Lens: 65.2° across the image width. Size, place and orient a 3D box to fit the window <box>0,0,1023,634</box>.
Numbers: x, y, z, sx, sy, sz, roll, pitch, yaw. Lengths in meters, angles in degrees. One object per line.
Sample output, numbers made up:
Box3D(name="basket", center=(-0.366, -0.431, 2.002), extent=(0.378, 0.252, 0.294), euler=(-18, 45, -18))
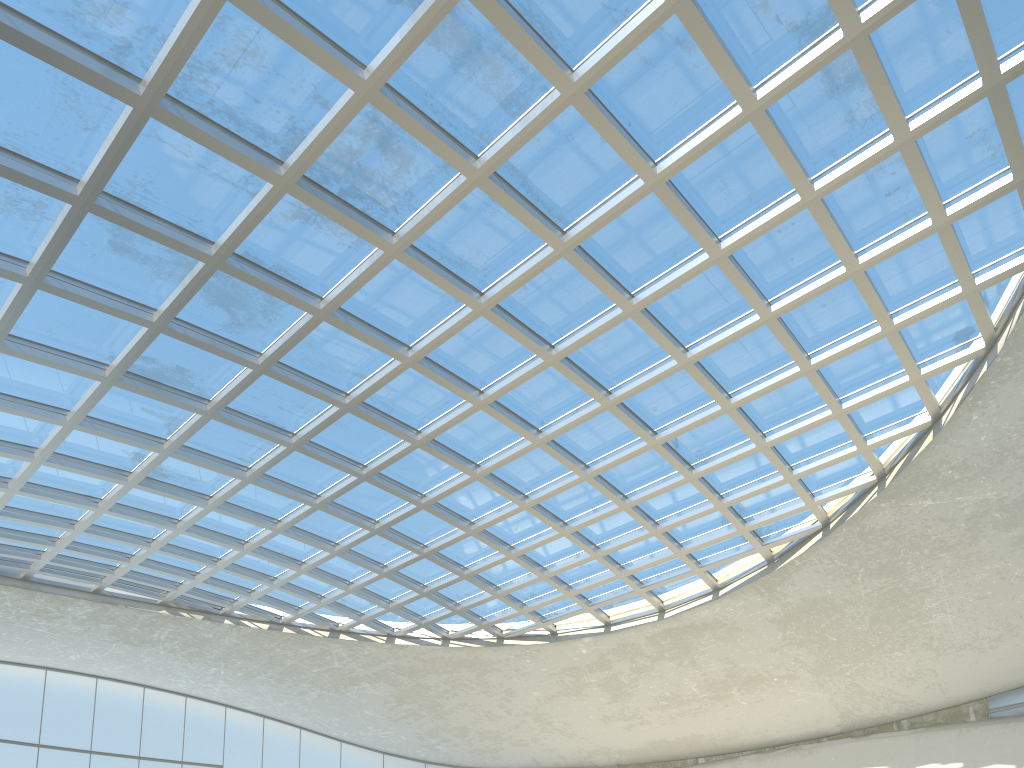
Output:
Box3D(name="window", center=(-11.850, 4.035, 45.603), extent=(83.901, 9.767, 84.967), euler=(-28, -42, 33))
